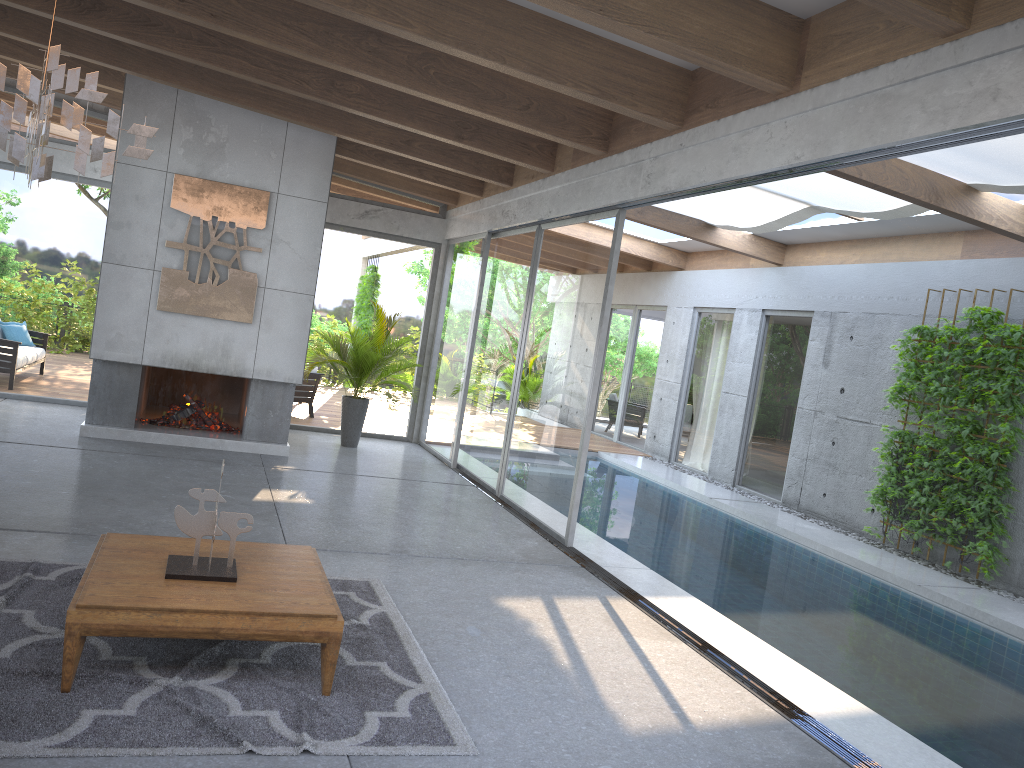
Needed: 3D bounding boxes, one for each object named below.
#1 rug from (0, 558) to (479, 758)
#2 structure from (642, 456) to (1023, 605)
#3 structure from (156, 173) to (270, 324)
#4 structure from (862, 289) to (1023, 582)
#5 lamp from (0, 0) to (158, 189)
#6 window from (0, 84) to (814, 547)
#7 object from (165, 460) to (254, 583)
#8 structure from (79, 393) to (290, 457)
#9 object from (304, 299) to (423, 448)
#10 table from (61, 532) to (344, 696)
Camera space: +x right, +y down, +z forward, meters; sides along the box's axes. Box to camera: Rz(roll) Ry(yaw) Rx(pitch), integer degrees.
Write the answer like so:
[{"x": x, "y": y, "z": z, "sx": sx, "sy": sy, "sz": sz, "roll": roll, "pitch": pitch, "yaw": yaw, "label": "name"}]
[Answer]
[{"x": -1.951, "y": 1.086, "z": 3.914, "sx": 3.186, "sy": 0.056, "sz": 2.187, "roll": 8, "pitch": 3, "yaw": -19, "label": "rug"}, {"x": 4.429, "y": 1.883, "z": 8.019, "sx": 0.477, "sy": 0.068, "sz": 13.673, "roll": 8, "pitch": 3, "yaw": -19, "label": "structure"}, {"x": -2.978, "y": -1.337, "z": 8.869, "sx": 0.919, "sy": 1.351, "sz": 0.041, "roll": 8, "pitch": 3, "yaw": -19, "label": "structure"}, {"x": 3.483, "y": 0.510, "z": 4.353, "sx": 2.739, "sy": 2.687, "sz": 10.282, "roll": 9, "pitch": 3, "yaw": -2, "label": "structure"}, {"x": -1.896, "y": -1.486, "z": 3.494, "sx": 0.862, "sy": 1.400, "sz": 0.636, "roll": 10, "pitch": 3, "yaw": 28, "label": "lamp"}, {"x": -1.131, "y": -0.636, "z": 3.645, "sx": 14.294, "sy": 3.764, "sz": 23.280, "roll": 8, "pitch": 3, "yaw": -19, "label": "window"}, {"x": -1.350, "y": 0.585, "z": 4.029, "sx": 0.346, "sy": 0.518, "sz": 0.379, "roll": 8, "pitch": 3, "yaw": -19, "label": "object"}, {"x": -3.598, "y": 0.242, "z": 10.018, "sx": 2.012, "sy": 0.595, "sz": 2.203, "roll": 8, "pitch": 3, "yaw": -19, "label": "structure"}, {"x": -1.819, "y": -0.148, "z": 10.681, "sx": 1.484, "sy": 1.819, "sz": 1.798, "roll": 8, "pitch": 3, "yaw": -12, "label": "object"}, {"x": -1.385, "y": 1.020, "z": 4.038, "sx": 1.048, "sy": 0.352, "sz": 1.112, "roll": 8, "pitch": 3, "yaw": -19, "label": "table"}]
